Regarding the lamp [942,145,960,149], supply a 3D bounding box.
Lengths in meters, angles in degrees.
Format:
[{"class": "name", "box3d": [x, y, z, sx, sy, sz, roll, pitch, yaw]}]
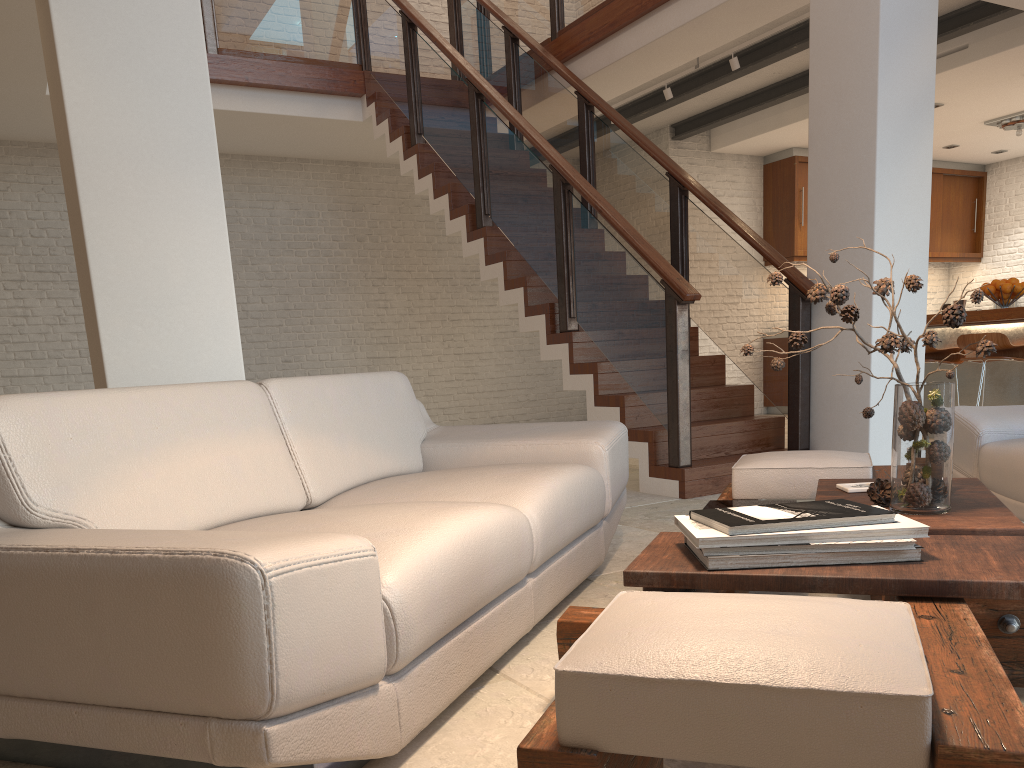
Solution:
[{"class": "lamp", "box3d": [4.848, -2.639, 9.625, 0.122, 0.056, 0.122, -5, 4, -29]}]

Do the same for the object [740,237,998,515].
[{"class": "object", "box3d": [0.771, -0.021, 1.933, 0.541, 0.623, 0.309, 1, 10, 31]}]

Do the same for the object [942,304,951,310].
[{"class": "object", "box3d": [3.321, -0.565, 6.569, 0.093, 0.084, 0.113, -7, 6, -29]}]

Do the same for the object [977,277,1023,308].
[{"class": "object", "box3d": [3.516, -0.639, 6.212, 0.366, 0.227, 0.355, -1, 5, 26]}]

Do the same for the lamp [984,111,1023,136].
[{"class": "lamp", "box3d": [4.973, -2.520, 8.544, 0.446, 0.174, 0.445, -5, 3, -29]}]

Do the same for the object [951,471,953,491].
[{"class": "object", "box3d": [1.009, 0.226, 2.113, 0.094, 0.084, 0.112, 0, 6, 32]}]

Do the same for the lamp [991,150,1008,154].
[{"class": "lamp", "box3d": [5.619, -2.695, 10.049, 0.122, 0.056, 0.122, -5, 4, -29]}]

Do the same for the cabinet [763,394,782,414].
[{"class": "cabinet", "box3d": [5.345, -1.215, 9.565, 4.782, 2.906, 2.210, -1, 8, 25]}]

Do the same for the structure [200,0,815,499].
[{"class": "structure", "box3d": [1.969, -1.589, 5.311, 13.721, 4.244, 10.034, -5, 3, -29]}]

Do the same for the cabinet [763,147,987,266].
[{"class": "cabinet", "box3d": [4.355, -2.020, 10.292, 3.310, 1.197, 0.452, -5, 10, -29]}]

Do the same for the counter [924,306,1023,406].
[{"class": "counter", "box3d": [4.141, -0.104, 6.653, 2.472, 0.943, 1.665, -5, 4, -29]}]

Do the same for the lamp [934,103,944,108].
[{"class": "lamp", "box3d": [3.817, -2.535, 7.890, 0.122, 0.056, 0.122, -5, 4, -29]}]

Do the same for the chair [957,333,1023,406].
[{"class": "chair", "box3d": [3.235, 0.046, 5.875, 0.418, 0.795, 0.397, -9, 11, -29]}]

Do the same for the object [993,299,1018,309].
[{"class": "object", "box3d": [6.089, -0.977, 10.761, 0.066, 0.385, 0.317, -10, 10, -30]}]

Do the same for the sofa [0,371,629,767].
[{"class": "sofa", "box3d": [-0.472, 0.357, 2.472, 1.145, 0.773, 2.278, -2, 3, 21]}]

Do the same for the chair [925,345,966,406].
[{"class": "chair", "box3d": [2.968, 0.051, 6.335, 0.418, 0.795, 0.397, -9, 11, -29]}]

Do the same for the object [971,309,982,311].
[{"class": "object", "box3d": [5.810, -0.861, 11.184, 0.248, 0.163, 0.340, -6, 4, -30]}]

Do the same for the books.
[{"class": "books", "box3d": [0.516, 0.272, 1.594, 0.401, 0.076, 0.245, -3, 2, 3]}]

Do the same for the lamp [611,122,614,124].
[{"class": "lamp", "box3d": [0.886, -2.320, 7.581, 0.059, 0.132, 0.084, 2, 10, 30]}]

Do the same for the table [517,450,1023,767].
[{"class": "table", "box3d": [1.120, 0.444, 1.780, 1.972, 0.439, 2.157, -3, 2, 22]}]

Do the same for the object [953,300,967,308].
[{"class": "object", "box3d": [3.298, -0.573, 6.423, 0.090, 0.087, 0.090, -7, 7, -32]}]

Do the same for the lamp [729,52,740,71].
[{"class": "lamp", "box3d": [1.616, -2.334, 6.327, 0.085, 0.132, 0.059, -8, 11, -27]}]

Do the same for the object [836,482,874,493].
[{"class": "object", "box3d": [0.976, 0.249, 2.228, 0.271, 0.035, 0.244, -2, 2, 33]}]

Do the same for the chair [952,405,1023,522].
[{"class": "chair", "box3d": [2.031, 0.082, 2.615, 0.969, 1.042, 1.005, -5, 7, -13]}]

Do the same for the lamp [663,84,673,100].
[{"class": "lamp", "box3d": [1.246, -2.327, 6.964, 0.085, 0.132, 0.059, -8, 11, -27]}]
